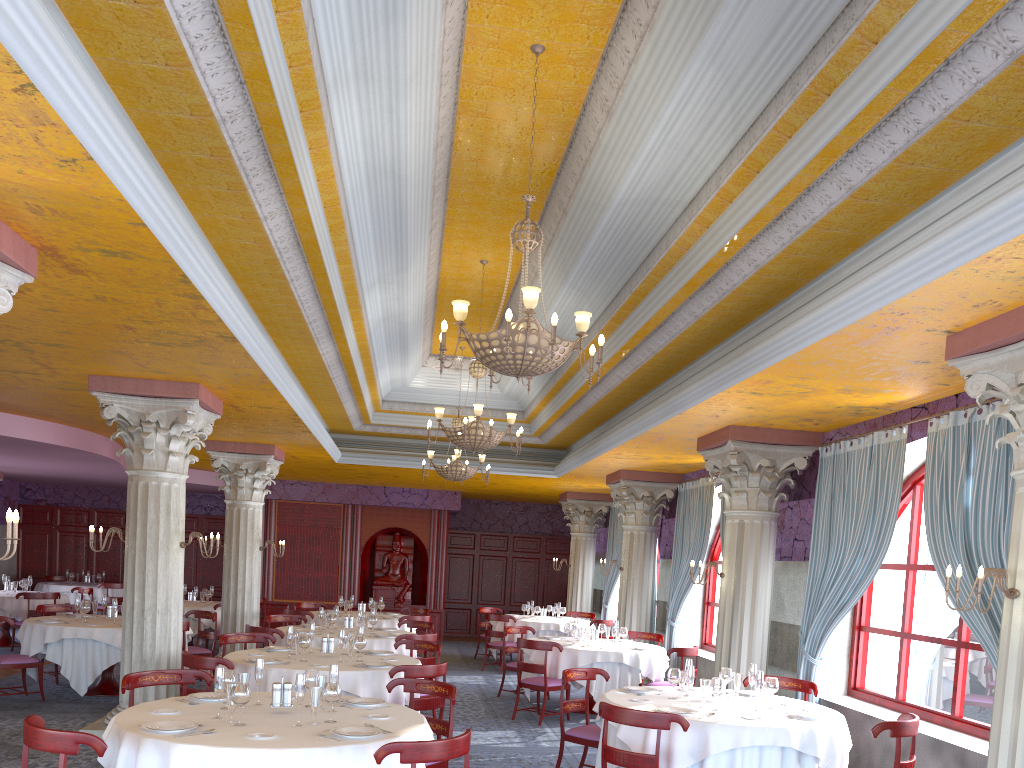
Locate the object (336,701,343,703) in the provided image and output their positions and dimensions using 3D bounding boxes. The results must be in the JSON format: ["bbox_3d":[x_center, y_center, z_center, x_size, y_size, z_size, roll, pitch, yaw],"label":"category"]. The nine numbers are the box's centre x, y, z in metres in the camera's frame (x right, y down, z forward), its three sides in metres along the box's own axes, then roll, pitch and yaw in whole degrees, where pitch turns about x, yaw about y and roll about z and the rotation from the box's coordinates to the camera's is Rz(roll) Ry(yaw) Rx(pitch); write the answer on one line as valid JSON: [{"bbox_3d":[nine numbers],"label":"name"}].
[{"bbox_3d":[-1.232,2.346,6.336,0.022,0.003,0.258,-5,-14,36],"label":"object"}]

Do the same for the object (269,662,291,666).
[{"bbox_3d":[-2.210,2.652,8.126,0.054,0.020,0.261,-6,-15,42],"label":"object"}]

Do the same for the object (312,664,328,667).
[{"bbox_3d":[-1.840,2.690,8.182,0.158,0.009,0.162,0,-12,13],"label":"object"}]

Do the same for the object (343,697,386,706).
[{"bbox_3d":[-1.077,2.327,6.256,0.316,0.024,0.316,9,-13,-26],"label":"object"}]

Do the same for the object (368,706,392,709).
[{"bbox_3d":[-0.947,2.313,6.127,0.027,0.013,0.236,-4,-13,38],"label":"object"}]

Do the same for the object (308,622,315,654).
[{"bbox_3d":[-2.136,2.709,9.137,0.073,0.338,0.074,5,3,30],"label":"object"}]

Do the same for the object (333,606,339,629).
[{"bbox_3d":[-2.497,3.316,12.169,0.073,0.338,0.074,5,3,30],"label":"object"}]

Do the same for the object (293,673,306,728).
[{"bbox_3d":[-1.320,1.967,5.326,0.074,0.338,0.073,2,3,-15],"label":"object"}]

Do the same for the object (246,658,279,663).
[{"bbox_3d":[-2.396,2.660,8.226,0.313,0.024,0.318,5,-12,-6],"label":"object"}]

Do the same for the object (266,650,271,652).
[{"bbox_3d":[-2.631,2.833,9.114,0.257,0.020,0.055,-7,-15,42],"label":"object"}]

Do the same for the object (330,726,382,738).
[{"bbox_3d":[-0.943,2.112,5.182,0.312,0.024,0.319,0,-12,13],"label":"object"}]

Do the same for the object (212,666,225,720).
[{"bbox_3d":[-1.854,1.956,5.421,0.074,0.338,0.073,2,3,-15],"label":"object"}]

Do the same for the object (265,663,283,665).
[{"bbox_3d":[-2.243,2.664,8.148,0.022,0.003,0.258,-5,-14,36],"label":"object"}]

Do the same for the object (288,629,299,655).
[{"bbox_3d":[-2.296,2.697,8.952,0.122,0.266,0.122,3,1,7],"label":"object"}]

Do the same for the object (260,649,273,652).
[{"bbox_3d":[-2.610,2.849,9.146,0.253,0.003,0.022,-6,-14,37],"label":"object"}]

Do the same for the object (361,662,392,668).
[{"bbox_3d":[-1.322,2.749,8.363,0.313,0.024,0.318,5,-12,-6],"label":"object"}]

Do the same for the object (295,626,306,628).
[{"bbox_3d":[-2.992,3.440,12.146,0.257,0.020,0.055,-7,-15,42],"label":"object"}]

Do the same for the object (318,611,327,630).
[{"bbox_3d":[-2.657,3.305,11.985,0.123,0.266,0.121,3,1,-38],"label":"object"}]

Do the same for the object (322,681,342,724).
[{"bbox_3d":[-1.163,2.050,5.515,0.123,0.266,0.121,3,1,-15],"label":"object"}]

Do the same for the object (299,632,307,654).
[{"bbox_3d":[-2.212,2.732,9.034,0.086,0.239,0.085,3,2,-4],"label":"object"}]

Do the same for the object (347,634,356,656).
[{"bbox_3d":[-1.710,2.778,9.118,0.085,0.239,0.086,5,2,41],"label":"object"}]

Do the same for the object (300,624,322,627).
[{"bbox_3d":[-2.891,3.482,12.332,0.316,0.024,0.316,9,-13,-26],"label":"object"}]

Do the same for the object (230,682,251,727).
[{"bbox_3d":[-1.670,1.970,5.266,0.122,0.266,0.122,3,1,7],"label":"object"}]

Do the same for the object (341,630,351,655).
[{"bbox_3d":[-1.790,2.778,9.202,0.122,0.266,0.122,3,1,7],"label":"object"}]

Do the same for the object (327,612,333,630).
[{"bbox_3d":[-2.573,3.339,12.066,0.086,0.239,0.085,3,2,-4],"label":"object"}]

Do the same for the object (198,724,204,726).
[{"bbox_3d":[-1.922,2.072,5.223,0.139,0.011,0.030,-7,-14,40],"label":"object"}]

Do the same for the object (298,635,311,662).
[{"bbox_3d":[-2.049,2.607,8.447,0.123,0.266,0.121,3,1,-15],"label":"object"}]

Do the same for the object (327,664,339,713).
[{"bbox_3d":[-1.223,2.083,5.861,0.074,0.338,0.073,2,3,-15],"label":"object"}]

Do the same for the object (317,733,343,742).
[{"bbox_3d":[-1.074,2.084,5.052,0.232,0.013,0.028,-6,-13,38],"label":"object"}]

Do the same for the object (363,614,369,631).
[{"bbox_3d":[-2.071,3.385,12.150,0.086,0.239,0.085,3,2,-4],"label":"object"}]

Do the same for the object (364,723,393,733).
[{"bbox_3d":[-0.842,2.159,5.369,0.257,0.020,0.055,-7,-15,42],"label":"object"}]

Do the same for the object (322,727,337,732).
[{"bbox_3d":[-1.121,2.129,5.278,0.029,0.011,0.141,-5,-14,40],"label":"object"}]

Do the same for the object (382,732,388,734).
[{"bbox_3d":[-0.864,2.160,5.338,0.253,0.003,0.022,-6,-14,37],"label":"object"}]

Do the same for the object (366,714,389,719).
[{"bbox_3d":[-0.908,2.246,5.780,0.159,0.009,0.161,5,-12,-6],"label":"object"}]

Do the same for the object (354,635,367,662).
[{"bbox_3d":[-1.542,2.687,8.696,0.122,0.266,0.122,3,1,7],"label":"object"}]

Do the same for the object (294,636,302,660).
[{"bbox_3d":[-2.130,2.633,8.532,0.085,0.239,0.085,4,2,18],"label":"object"}]

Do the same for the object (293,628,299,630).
[{"bbox_3d":[-2.978,3.367,11.764,0.159,0.009,0.161,-8,-16,42],"label":"object"}]

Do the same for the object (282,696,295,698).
[{"bbox_3d":[-1.685,2.316,6.330,0.159,0.009,0.161,5,-12,-6],"label":"object"}]

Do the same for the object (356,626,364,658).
[{"bbox_3d":[-1.601,2.720,9.042,0.073,0.338,0.074,5,3,30],"label":"object"}]

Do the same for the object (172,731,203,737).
[{"bbox_3d":[-1.864,2.027,4.967,0.022,0.003,0.258,-5,-14,36],"label":"object"}]

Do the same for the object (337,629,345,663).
[{"bbox_3d":[-1.698,2.603,8.507,0.073,0.338,0.074,5,3,30],"label":"object"}]

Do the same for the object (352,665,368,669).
[{"bbox_3d":[-1.453,2.721,8.233,0.232,0.013,0.028,-6,-13,38],"label":"object"}]

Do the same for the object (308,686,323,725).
[{"bbox_3d":[-1.249,2.042,5.435,0.085,0.239,0.085,4,2,18],"label":"object"}]

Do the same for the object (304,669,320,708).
[{"bbox_3d":[-1.411,2.141,6.021,0.121,0.266,0.123,4,1,30],"label":"object"}]

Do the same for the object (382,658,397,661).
[{"bbox_3d":[-1.286,2.883,8.961,0.160,0.009,0.160,9,-13,-26],"label":"object"}]

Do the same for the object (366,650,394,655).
[{"bbox_3d":[-1.455,2.964,9.437,0.313,0.024,0.318,5,-12,-6],"label":"object"}]

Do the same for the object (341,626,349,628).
[{"bbox_3d":[-2.425,3.560,12.544,0.159,0.009,0.161,5,-12,-6],"label":"object"}]

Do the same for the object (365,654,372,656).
[{"bbox_3d":[-1.552,2.929,9.260,0.139,0.011,0.030,-7,-14,40],"label":"object"}]

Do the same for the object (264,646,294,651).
[{"bbox_3d":[-2.530,2.875,9.300,0.313,0.024,0.318,5,-12,-6],"label":"object"}]

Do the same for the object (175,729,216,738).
[{"bbox_3d":[-1.832,2.015,4.945,0.054,0.020,0.261,-6,-15,42],"label":"object"}]

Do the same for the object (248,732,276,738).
[{"bbox_3d":[-1.461,2.053,5.001,0.159,0.009,0.161,5,-12,-6],"label":"object"}]

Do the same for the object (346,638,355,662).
[{"bbox_3d":[-1.628,2.679,8.616,0.086,0.239,0.085,2,2,-27],"label":"object"}]

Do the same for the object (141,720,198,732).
[{"bbox_3d":[-2.018,2.023,5.046,0.312,0.024,0.319,0,-12,13],"label":"object"}]

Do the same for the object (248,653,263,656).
[{"bbox_3d":[-2.617,2.760,8.732,0.158,0.009,0.162,0,-12,13],"label":"object"}]

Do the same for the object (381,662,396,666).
[{"bbox_3d":[-1.221,2.796,8.550,0.257,0.020,0.055,-7,-15,42],"label":"object"}]

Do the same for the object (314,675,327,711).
[{"bbox_3d":[-1.331,2.141,5.937,0.086,0.239,0.085,2,2,-27],"label":"object"}]

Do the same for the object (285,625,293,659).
[{"bbox_3d":[-2.233,2.593,8.602,0.073,0.338,0.074,5,3,30],"label":"object"}]

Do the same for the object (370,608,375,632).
[{"bbox_3d":[-1.962,3.327,12.074,0.074,0.338,0.073,1,4,-38],"label":"object"}]

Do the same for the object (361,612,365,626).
[{"bbox_3d":[-2.151,3.385,12.234,0.122,0.266,0.122,3,1,7],"label":"object"}]

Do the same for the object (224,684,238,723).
[{"bbox_3d":[-1.751,1.996,5.352,0.086,0.239,0.085,3,2,-4],"label":"object"}]
